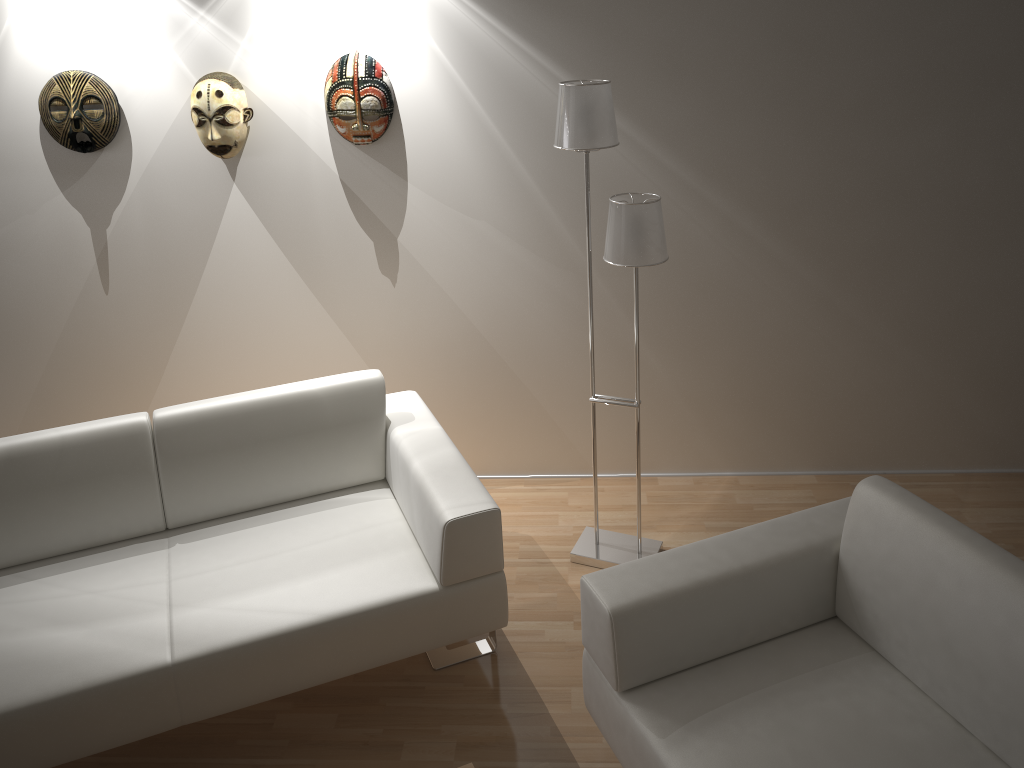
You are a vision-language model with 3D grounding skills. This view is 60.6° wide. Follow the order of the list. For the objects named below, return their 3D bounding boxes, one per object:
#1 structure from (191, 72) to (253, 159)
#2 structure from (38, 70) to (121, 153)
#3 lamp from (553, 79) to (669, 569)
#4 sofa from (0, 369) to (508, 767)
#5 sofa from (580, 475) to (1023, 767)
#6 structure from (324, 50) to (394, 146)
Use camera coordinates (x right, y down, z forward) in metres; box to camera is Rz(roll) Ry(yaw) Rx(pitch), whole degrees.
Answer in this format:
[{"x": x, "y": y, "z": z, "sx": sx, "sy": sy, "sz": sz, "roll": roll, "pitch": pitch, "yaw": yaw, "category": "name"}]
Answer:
[{"x": -1.105, "y": -0.996, "z": 3.273, "sx": 0.243, "sy": 0.315, "sz": 0.136, "roll": -1, "pitch": 17, "yaw": 5, "category": "structure"}, {"x": -1.657, "y": -1.030, "z": 3.328, "sx": 0.317, "sy": 0.303, "sz": 0.072, "roll": -1, "pitch": 16, "yaw": 4, "category": "structure"}, {"x": 0.337, "y": -0.157, "z": 2.895, "sx": 0.366, "sy": 1.598, "sz": 0.216, "roll": 4, "pitch": 17, "yaw": 24, "category": "lamp"}, {"x": -1.001, "y": 0.533, "z": 2.555, "sx": 1.797, "sy": 0.708, "sz": 0.942, "roll": -11, "pitch": 22, "yaw": -20, "category": "sofa"}, {"x": 0.907, "y": 0.883, "z": 1.514, "sx": 0.913, "sy": 0.706, "sz": 1.855, "roll": -10, "pitch": 23, "yaw": -19, "category": "sofa"}, {"x": -0.577, "y": -1.058, "z": 3.253, "sx": 0.264, "sy": 0.339, "sz": 0.078, "roll": -2, "pitch": 16, "yaw": 4, "category": "structure"}]
